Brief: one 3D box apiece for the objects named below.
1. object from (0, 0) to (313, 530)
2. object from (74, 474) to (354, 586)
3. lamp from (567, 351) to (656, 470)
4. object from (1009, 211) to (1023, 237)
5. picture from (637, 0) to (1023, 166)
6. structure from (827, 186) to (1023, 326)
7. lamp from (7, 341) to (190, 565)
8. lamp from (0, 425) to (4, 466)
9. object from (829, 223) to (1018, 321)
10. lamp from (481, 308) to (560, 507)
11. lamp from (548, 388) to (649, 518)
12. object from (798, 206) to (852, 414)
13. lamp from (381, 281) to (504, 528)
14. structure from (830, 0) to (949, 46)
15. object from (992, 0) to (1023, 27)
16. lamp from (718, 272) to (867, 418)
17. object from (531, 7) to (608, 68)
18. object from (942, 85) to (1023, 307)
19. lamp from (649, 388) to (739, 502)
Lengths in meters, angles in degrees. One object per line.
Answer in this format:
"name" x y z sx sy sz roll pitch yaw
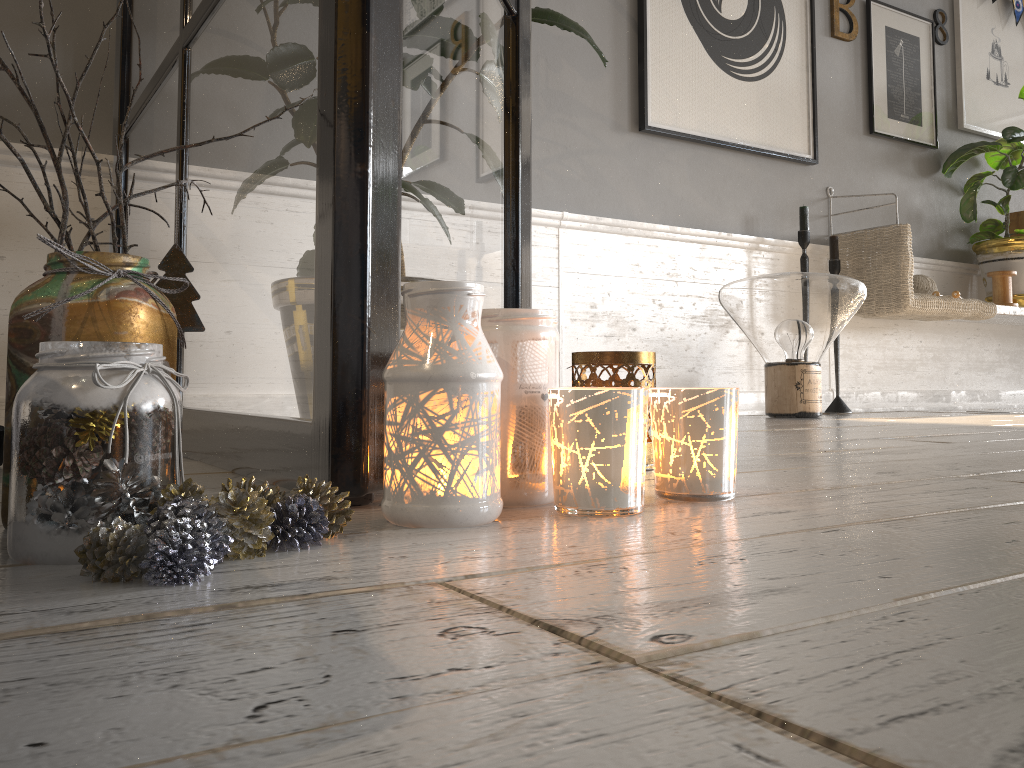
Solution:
"object" -0.334 -0.156 0.705 0.278 0.524 0.436 0 -2 8
"object" -0.197 0.082 0.464 0.087 0.054 0.325 0 0 22
"lamp" 0.126 0.032 1.091 0.107 0.141 0.107 -1 -3 21
"object" 2.398 -0.505 3.783 0.545 0.442 0.238 1 -3 -32
"picture" 1.657 -1.526 1.213 7.287 1.802 4.031 0 -1 -32
"structure" 2.398 -0.476 3.816 2.773 0.488 0.307 0 -2 -32
"lamp" -0.250 0.040 0.544 0.108 0.132 0.095 -1 -3 28
"lamp" -0.721 -0.664 0.996 0.232 1.532 0.402 0 -4 -2
"object" 1.556 -0.383 3.250 0.784 0.308 0.328 0 -2 -31
"lamp" -0.002 0.020 0.780 0.089 0.167 0.092 -1 -3 24
"lamp" 0.069 0.053 0.706 0.080 0.099 0.080 -1 -3 22
"object" 1.046 -0.251 2.995 0.279 0.704 0.091 3 -5 -40
"lamp" -0.053 0.014 0.673 0.092 0.180 0.092 1 -3 -12
"structure" 1.499 -1.420 3.488 0.738 0.264 0.024 0 -3 -32
"object" 2.338 -1.737 4.005 0.913 0.341 0.057 0 -3 -33
"lamp" 0.853 -0.118 2.698 0.432 0.439 0.431 0 -2 -10
"object" 0.638 -0.795 0.523 1.010 1.801 3.889 2 -2 -33
"object" 2.028 -0.771 3.497 0.544 0.967 0.509 -3 -4 43
"lamp" 0.165 0.053 0.799 0.080 0.099 0.080 0 -2 8
